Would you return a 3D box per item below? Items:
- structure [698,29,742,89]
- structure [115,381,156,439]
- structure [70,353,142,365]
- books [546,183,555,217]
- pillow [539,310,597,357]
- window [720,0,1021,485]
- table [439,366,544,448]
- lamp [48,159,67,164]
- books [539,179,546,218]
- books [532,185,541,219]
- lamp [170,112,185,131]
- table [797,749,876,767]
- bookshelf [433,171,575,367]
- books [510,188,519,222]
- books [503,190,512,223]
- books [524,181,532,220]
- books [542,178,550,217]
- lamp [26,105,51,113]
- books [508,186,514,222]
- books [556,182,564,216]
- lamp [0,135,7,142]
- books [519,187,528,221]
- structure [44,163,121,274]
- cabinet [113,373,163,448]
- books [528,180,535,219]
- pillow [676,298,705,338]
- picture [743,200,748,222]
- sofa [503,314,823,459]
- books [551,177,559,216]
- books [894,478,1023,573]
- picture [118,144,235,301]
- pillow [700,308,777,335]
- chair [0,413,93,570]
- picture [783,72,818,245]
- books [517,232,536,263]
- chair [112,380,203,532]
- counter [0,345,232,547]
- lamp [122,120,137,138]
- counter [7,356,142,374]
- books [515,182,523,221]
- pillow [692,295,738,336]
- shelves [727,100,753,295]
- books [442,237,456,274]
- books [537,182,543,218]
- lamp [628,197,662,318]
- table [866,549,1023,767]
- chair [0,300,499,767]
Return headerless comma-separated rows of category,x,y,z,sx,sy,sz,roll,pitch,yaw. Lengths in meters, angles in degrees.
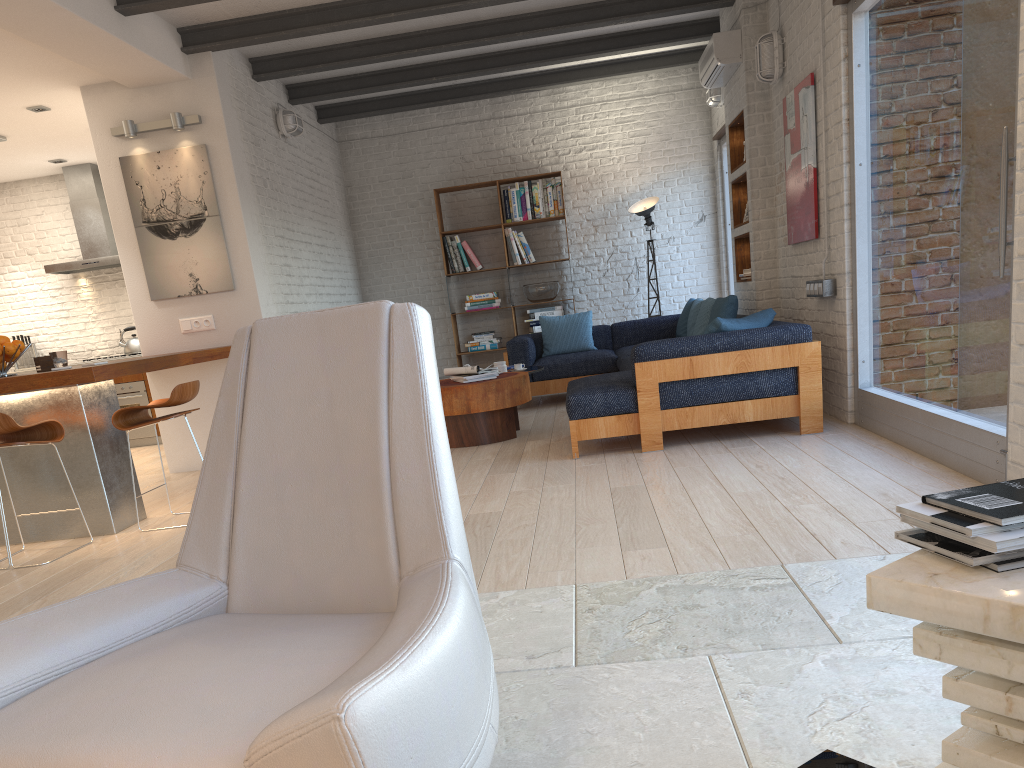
structure,1.616,-2.514,6.800,0.200,0.227,0.787,-6,6,5
structure,-4.051,0.275,9.242,0.671,0.598,0.481,-6,11,5
structure,-4.114,-0.286,9.165,0.813,0.033,0.570,-7,5,5
books,0.407,-1.903,9.095,0.056,0.341,0.245,-6,12,5
pillow,0.549,-0.497,8.616,0.556,0.424,0.214,-7,13,5
window,1.818,-2.785,2.632,0.649,6.616,11.907,-6,8,5
table,-0.304,0.153,7.091,1.080,0.462,1.766,-6,6,11
lamp,-4.375,-2.162,8.387,0.124,0.057,0.119,-7,7,5
books,0.323,-1.923,9.114,0.036,0.397,0.234,-6,12,5
books,0.257,-1.885,9.101,0.056,0.341,0.245,-6,12,5
lamp,-2.360,-1.850,6.146,0.080,0.108,0.077,0,14,33
table,-0.188,0.764,0.440,1.930,0.444,2.179,-11,7,-34
bookshelf,-0.010,-1.002,9.356,1.320,2.282,0.349,-6,15,5
books,0.035,-1.859,9.130,0.056,0.341,0.245,-6,12,5
books,-0.040,-1.851,9.156,0.056,0.341,0.245,-6,12,5
books,0.171,-1.903,9.107,0.036,0.397,0.234,-6,12,5
books,0.359,-1.926,9.097,0.036,0.397,0.234,-6,12,5
lamp,-3.579,-2.097,6.585,0.124,0.057,0.119,-7,7,5
books,-0.004,-1.870,9.147,0.021,0.372,0.261,-6,12,5
books,0.505,-1.917,9.106,0.056,0.341,0.245,-6,12,5
lamp,-4.458,-1.932,7.125,0.451,0.176,0.435,-7,7,5
books,0.130,-1.871,9.138,0.056,0.341,0.245,-6,12,5
structure,-4.276,-1.691,8.859,0.988,1.029,0.439,-6,13,5
cabinet,-4.766,-0.605,8.141,4.695,2.935,2.227,-12,12,-29
books,0.209,-1.908,9.113,0.036,0.397,0.234,-6,12,5
pillow,1.668,-0.577,8.012,0.244,0.411,1.069,-6,7,4
picture,1.959,-1.448,7.112,0.102,0.253,0.186,-8,11,-4
sofa,0.907,-0.113,7.058,2.083,0.683,3.815,-7,6,5
books,0.452,-1.937,9.088,0.036,0.397,0.234,-6,12,5
books,0.872,0.217,1.198,0.387,0.082,0.553,-8,6,-11
picture,-2.450,-1.169,6.394,0.656,1.053,0.019,-6,15,6
pillow,1.363,-0.271,5.448,0.552,0.340,0.372,-13,11,-34
chair,-2.533,0.518,4.453,0.406,0.803,0.405,-6,13,5
picture,1.890,-1.431,5.726,0.019,0.994,0.715,-6,12,5
books,0.159,-1.440,9.239,0.158,0.341,0.245,-6,12,5
chair,-1.894,0.393,4.908,0.423,0.803,0.388,-6,13,5
counter,-2.717,0.356,5.609,1.689,0.952,2.411,-7,7,5
lamp,-2.712,-1.807,6.182,0.080,0.108,0.077,0,14,33
counter,-4.454,-0.074,7.903,3.529,0.072,3.219,-7,5,5
books,0.079,-1.892,9.122,0.036,0.397,0.234,-6,12,5
pillow,1.556,-0.466,6.712,0.255,0.430,1.170,-6,6,4
shelves,1.942,-1.463,7.059,0.192,1.479,0.737,-6,13,5
books,-0.658,-1.371,9.320,0.091,0.398,0.234,-6,12,5
books,0.295,-1.905,9.107,0.021,0.372,0.261,-6,12,5
lamp,1.605,-0.982,8.907,0.499,1.912,0.846,-13,14,-22
table,0.912,0.503,1.331,0.484,0.522,0.488,-14,13,-34
chair,-0.471,0.398,1.612,1.030,1.053,0.934,-3,11,22
